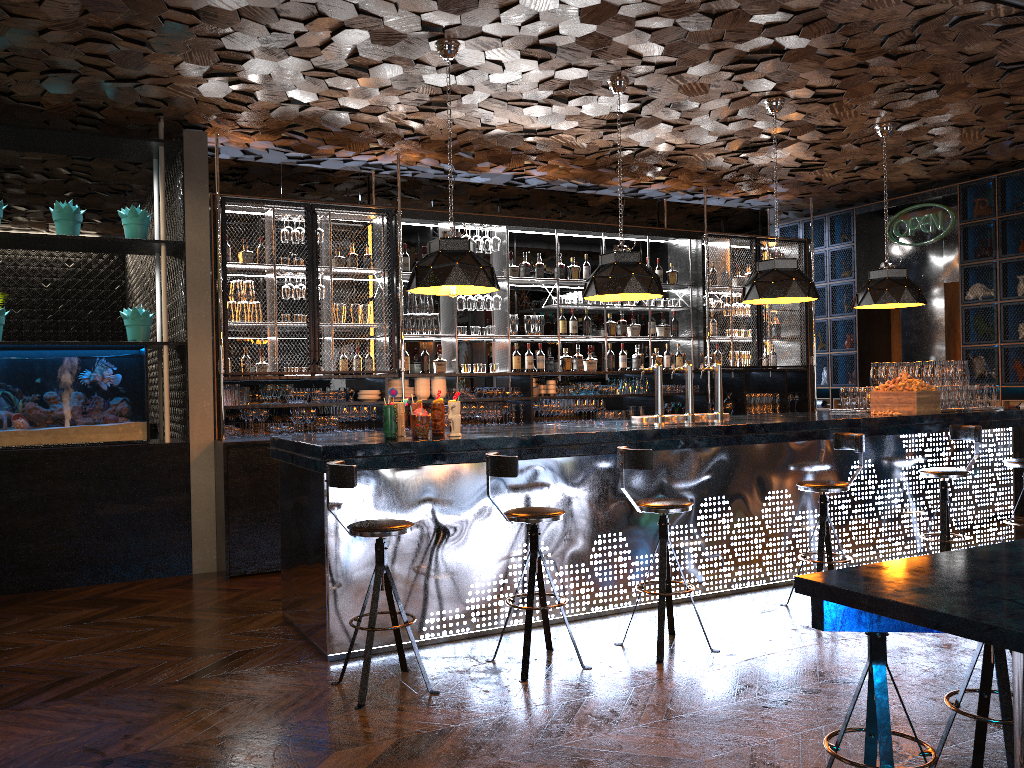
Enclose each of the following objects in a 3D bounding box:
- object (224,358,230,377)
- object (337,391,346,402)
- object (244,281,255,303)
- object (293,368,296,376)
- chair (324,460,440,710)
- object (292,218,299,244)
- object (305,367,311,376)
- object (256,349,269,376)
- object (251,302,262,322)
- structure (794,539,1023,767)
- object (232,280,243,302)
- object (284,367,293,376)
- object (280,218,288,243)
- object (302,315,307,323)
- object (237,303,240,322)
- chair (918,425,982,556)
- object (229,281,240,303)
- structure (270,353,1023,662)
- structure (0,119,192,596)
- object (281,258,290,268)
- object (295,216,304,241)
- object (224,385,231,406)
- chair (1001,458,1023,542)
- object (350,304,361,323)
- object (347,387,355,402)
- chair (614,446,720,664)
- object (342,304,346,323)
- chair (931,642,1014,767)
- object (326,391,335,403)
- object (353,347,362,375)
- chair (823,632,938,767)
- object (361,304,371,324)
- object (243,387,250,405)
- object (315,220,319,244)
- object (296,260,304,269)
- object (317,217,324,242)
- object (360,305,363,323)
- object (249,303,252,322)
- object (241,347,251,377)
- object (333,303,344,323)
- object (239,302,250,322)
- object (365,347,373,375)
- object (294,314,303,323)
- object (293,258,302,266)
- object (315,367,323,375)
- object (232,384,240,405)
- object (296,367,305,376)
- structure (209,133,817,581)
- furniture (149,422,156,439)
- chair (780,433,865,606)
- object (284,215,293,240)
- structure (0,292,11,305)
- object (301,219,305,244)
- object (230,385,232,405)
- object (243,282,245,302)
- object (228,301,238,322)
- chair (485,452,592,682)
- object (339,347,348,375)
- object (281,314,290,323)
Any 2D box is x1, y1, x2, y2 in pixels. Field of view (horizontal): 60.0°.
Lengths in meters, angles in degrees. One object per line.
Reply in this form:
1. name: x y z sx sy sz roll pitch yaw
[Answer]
1. object: -2.445 -0.186 7.566 0.075 0.261 0.075 -1 0 21
2. object: -1.497 0.113 7.791 0.078 0.099 0.078 -1 0 29
3. object: -2.267 -0.798 7.658 0.092 0.182 0.092 -1 0 -33
4. object: -1.962 -0.106 7.918 0.077 0.080 0.077 -1 0 12
5. chair: -0.659 0.929 4.306 0.476 1.108 0.419 -1 0 -28
6. object: -1.932 -1.365 7.913 0.081 0.213 0.081 -1 0 -22
7. object: -1.827 -0.109 7.905 0.077 0.080 0.077 -1 0 28
8. object: -2.167 -0.183 7.692 0.108 0.244 0.108 -1 0 -14
9. object: -2.208 -0.616 7.667 0.092 0.182 0.092 -1 0 -33
10. structure: 3.026 0.907 2.960 4.941 0.998 0.673 -1 0 -28
11. object: -2.353 -0.796 7.604 0.092 0.182 0.092 -1 0 -33
12. object: -1.953 -0.106 7.755 0.077 0.080 0.077 -1 0 12
13. object: -2.017 -1.363 7.868 0.081 0.213 0.081 -1 0 -22
14. object: -1.876 -0.573 7.933 0.077 0.080 0.077 -1 0 27
15. object: -2.352 -0.613 7.712 0.092 0.182 0.092 -1 0 -33
16. chair: 3.053 0.850 6.210 0.476 1.108 0.419 -1 0 -13
17. object: -2.403 -0.795 7.689 0.092 0.182 0.092 -1 0 -33
18. structure: 1.392 0.595 6.555 6.009 1.685 1.214 -1 0 -28
19. structure: -4.646 -0.301 6.404 4.269 3.734 0.705 -1 0 -28
20. object: -1.996 -1.067 7.803 0.077 0.080 0.077 -1 0 -37
21. object: -1.865 -1.366 7.785 0.081 0.213 0.081 -1 0 -22
22. object: -2.372 0.092 7.357 0.067 0.174 0.067 -1 0 -19
23. chair: 3.952 0.831 6.755 0.476 1.108 0.419 -1 0 -18
24. object: -1.422 -0.633 8.065 0.092 0.182 0.092 -1 0 -33
25. object: -1.439 0.096 7.927 0.074 0.131 0.074 -1 0 -15
26. chair: 0.813 0.898 4.868 0.476 1.108 0.419 -1 0 -28
27. object: -1.556 -0.631 8.081 0.092 0.182 0.092 -1 0 -33
28. chair: 1.662 1.029 3.047 0.419 0.813 0.419 -1 0 -33
29. object: -1.588 0.113 7.752 0.078 0.103 0.078 -1 0 15
30. object: -1.416 -0.209 8.129 0.075 0.260 0.075 -1 0 21
31. chair: 1.123 1.041 2.716 0.419 0.813 0.419 -1 0 -33
32. object: -1.328 -0.635 8.090 0.092 0.182 0.092 -1 0 -33
33. object: -2.225 0.100 7.425 0.051 0.152 0.058 -1 0 -23
34. object: -1.775 -1.368 7.995 0.081 0.213 0.081 -1 0 -22
35. object: -1.904 -1.069 7.949 0.077 0.080 0.077 -1 0 28
36. object: -1.708 -1.370 7.867 0.081 0.213 0.081 -1 0 -22
37. object: -1.363 -0.635 8.179 0.092 0.182 0.092 -1 0 -33
38. object: -2.263 -0.615 7.748 0.092 0.182 0.092 -1 0 -33
39. object: -2.284 -0.190 7.619 0.075 0.260 0.075 -1 0 6
40. object: -1.559 -0.631 7.967 0.092 0.182 0.092 -1 0 -33
41. object: -2.302 -0.614 7.630 0.092 0.182 0.092 -1 0 -33
42. object: -1.315 -0.211 8.159 0.075 0.260 0.075 -1 0 21
43. object: -1.885 -0.572 7.818 0.077 0.080 0.077 -1 0 41
44. object: -1.893 -1.069 7.834 0.077 0.080 0.077 -1 0 8
45. object: -1.720 -0.111 7.899 0.077 0.080 0.077 -1 0 -39
46. object: -2.307 0.091 7.404 0.067 0.174 0.067 -1 0 11
47. object: -1.856 -0.108 7.793 0.077 0.080 0.077 -1 0 -42
48. structure: 0.489 -0.321 8.887 6.750 3.553 1.143 -1 0 -28
49. furniture: -8.806 1.080 8.471 9.798 1.137 3.595 -1 0 -28
50. chair: 1.998 0.873 5.602 0.476 1.108 0.419 -1 0 -13
51. object: -1.950 -1.364 7.741 0.081 0.213 0.081 -1 0 -22
52. structure: -4.166 -0.225 5.285 1.873 3.561 4.073 -1 0 -26
53. object: -1.855 -1.367 7.953 0.081 0.213 0.081 -1 0 -22
54. object: -2.349 0.092 7.468 0.067 0.174 0.067 -1 0 -2
55. object: -2.307 -0.797 7.727 0.092 0.182 0.092 -1 0 -33
56. object: -2.394 -0.612 7.582 0.092 0.182 0.092 -1 0 -33
57. chair: 0.097 0.913 4.628 0.476 1.108 0.419 -1 0 -28
58. object: -1.528 -0.205 8.046 0.075 0.261 0.075 -1 0 21
59. object: -1.991 -0.570 7.805 0.077 0.080 0.077 -1 0 -16
